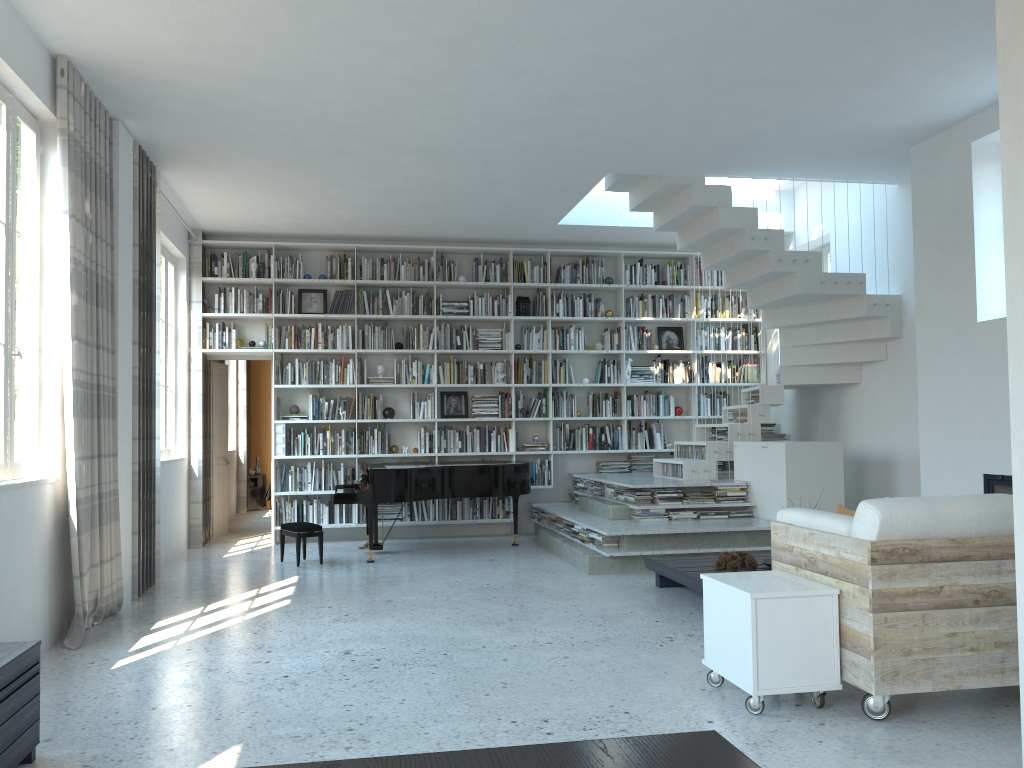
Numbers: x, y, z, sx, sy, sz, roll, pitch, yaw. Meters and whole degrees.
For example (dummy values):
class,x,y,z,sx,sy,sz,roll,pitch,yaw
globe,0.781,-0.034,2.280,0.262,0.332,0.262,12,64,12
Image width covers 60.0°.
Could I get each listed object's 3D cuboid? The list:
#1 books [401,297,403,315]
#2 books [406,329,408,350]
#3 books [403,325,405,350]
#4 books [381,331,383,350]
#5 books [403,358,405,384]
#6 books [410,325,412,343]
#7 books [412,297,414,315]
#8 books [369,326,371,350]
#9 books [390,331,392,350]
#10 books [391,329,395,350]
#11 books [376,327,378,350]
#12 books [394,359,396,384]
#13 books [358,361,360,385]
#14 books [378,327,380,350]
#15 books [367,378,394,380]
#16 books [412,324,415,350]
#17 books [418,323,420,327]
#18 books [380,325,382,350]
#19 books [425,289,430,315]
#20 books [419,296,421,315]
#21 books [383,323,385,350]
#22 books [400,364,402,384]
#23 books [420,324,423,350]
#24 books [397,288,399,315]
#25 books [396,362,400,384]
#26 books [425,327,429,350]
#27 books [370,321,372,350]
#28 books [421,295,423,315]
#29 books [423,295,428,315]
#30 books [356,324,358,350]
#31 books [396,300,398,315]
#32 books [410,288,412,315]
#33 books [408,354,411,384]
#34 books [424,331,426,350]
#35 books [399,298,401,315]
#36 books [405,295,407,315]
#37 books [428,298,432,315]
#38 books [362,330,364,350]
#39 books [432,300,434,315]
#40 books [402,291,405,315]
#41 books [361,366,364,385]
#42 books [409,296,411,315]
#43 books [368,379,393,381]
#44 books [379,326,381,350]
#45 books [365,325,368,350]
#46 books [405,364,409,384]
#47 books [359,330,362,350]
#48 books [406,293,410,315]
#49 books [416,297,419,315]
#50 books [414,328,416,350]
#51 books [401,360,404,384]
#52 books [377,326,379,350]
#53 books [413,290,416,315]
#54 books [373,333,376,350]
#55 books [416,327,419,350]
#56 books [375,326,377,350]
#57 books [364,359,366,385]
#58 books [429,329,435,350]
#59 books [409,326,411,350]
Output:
class,x,y,z,sx,sy,sz,roll,pitch,yaw
books,-1.195,-0.822,9.608,0.010,0.208,0.173,0,-3,-11
books,-1.132,-0.472,9.589,0.005,0.236,0.178,0,-3,-11
books,-1.169,-0.490,9.619,0.012,0.275,0.129,0,-2,-11
books,-1.402,-0.456,9.543,0.011,0.209,0.181,0,-3,-11
books,-1.165,-0.127,9.578,0.012,0.286,0.167,0,-3,-11
books,-1.095,-0.491,9.617,0.005,0.275,0.157,0,-3,-10
books,-1.083,-0.825,9.644,0.024,0.213,0.150,0,-3,-11
books,-1.529,-0.482,9.529,0.024,0.262,0.177,0,-3,-11
books,-1.311,-0.460,9.587,0.012,0.218,0.151,0,-3,-11
books,-1.286,-0.467,9.583,0.031,0.232,0.148,0,-3,-11
books,-1.453,-0.478,9.528,0.012,0.251,0.184,0,-3,-11
books,-1.262,-0.126,9.563,0.012,0.285,0.159,0,-3,-11
books,-1.641,-0.111,9.503,0.024,0.257,0.134,0,-2,-11
books,-1.436,-0.478,9.556,0.011,0.255,0.152,0,-3,-11
books,-1.416,-0.050,9.543,0.285,0.012,0.159,0,-3,-9
books,-1.079,-0.496,9.631,0.033,0.287,0.155,0,-2,-11
books,-1.008,-0.505,9.630,0.006,0.303,0.165,0,-2,-10
books,-1.415,-0.491,9.550,0.011,0.279,0.169,0,-3,-11
books,-0.931,-0.871,9.655,0.058,0.302,0.175,0,-3,-11
books,-1.008,-0.830,9.644,0.022,0.222,0.161,0,-3,-11
books,-1.382,-0.497,9.554,0.011,0.291,0.176,0,-3,-11
books,-1.209,-0.096,9.596,0.024,0.227,0.137,0,-3,-11
books,-0.991,-0.495,9.629,0.022,0.284,0.190,0,-3,-11
books,-1.230,-0.872,9.605,0.012,0.307,0.145,0,-2,-11
books,-1.230,-0.108,9.563,0.030,0.247,0.174,0,-3,-11
books,-0.925,-0.482,9.642,0.022,0.257,0.155,0,-3,-11
books,-1.515,-0.509,9.546,0.011,0.317,0.154,0,-2,-11
books,-0.988,-0.837,9.663,0.024,0.237,0.153,0,-3,-11
books,-0.946,-0.851,9.652,0.055,0.263,0.167,0,-3,-11
books,-1.664,-0.492,9.521,0.012,0.285,0.159,0,-3,-11
books,-1.249,-0.808,9.598,0.028,0.180,0.168,0,-3,-11
books,-1.098,-0.876,9.622,0.011,0.313,0.183,0,-3,-11
books,-1.108,-0.149,9.597,0.010,0.329,0.173,0,-2,-11
books,-0.949,-0.460,9.647,0.024,0.216,0.142,0,-3,-11
books,-1.217,-0.823,9.631,0.024,0.212,0.128,0,-3,-11
books,-1.152,-0.832,9.605,0.021,0.226,0.191,0,-3,-11
books,-0.892,-0.824,9.686,0.028,0.211,0.134,0,-3,-11
books,-1.604,-0.459,9.537,0.024,0.219,0.140,0,-3,-11
books,-0.870,-0.815,9.696,0.019,0.194,0.098,0,-2,-11
books,-1.180,-0.861,9.626,0.026,0.286,0.137,0,-2,-11
books,-1.603,-0.087,9.516,0.034,0.209,0.136,0,-3,-11
books,-1.111,-0.834,9.628,0.013,0.231,0.141,0,-3,-11
books,-1.416,-0.038,9.540,0.254,0.012,0.161,0,-3,-14
books,-1.423,-0.482,9.542,0.009,0.261,0.180,0,-3,-10
books,-1.565,-0.490,9.525,0.026,0.279,0.151,0,-2,-11
books,-1.138,-0.096,9.598,0.048,0.224,0.149,0,-3,-11
books,-1.631,-0.462,9.533,0.029,0.224,0.136,0,-3,-11
books,-1.132,-0.848,9.629,0.028,0.260,0.135,0,-2,-11
books,-1.032,-0.828,9.635,0.030,0.217,0.182,0,-3,-11
books,-1.050,-0.476,9.601,0.013,0.243,0.189,0,-3,-11
books,-1.184,-0.117,9.586,0.022,0.267,0.151,0,-3,-11
books,-1.446,-0.481,9.554,0.010,0.261,0.169,0,-3,-11
books,-1.062,-0.863,9.652,0.022,0.290,0.146,0,-2,-11
books,-1.484,-0.444,9.544,0.029,0.186,0.149,0,-3,-11
books,-1.030,-0.480,9.629,0.017,0.253,0.139,0,-2,-11
books,-1.463,-0.483,9.525,0.009,0.263,0.189,0,-3,-10
books,-1.575,-0.121,9.517,0.021,0.277,0.136,0,-2,-11
books,-0.879,-0.473,9.629,0.064,0.237,0.209,0,-3,-11
books,-1.110,-0.486,9.625,0.009,0.266,0.149,0,-3,-11
